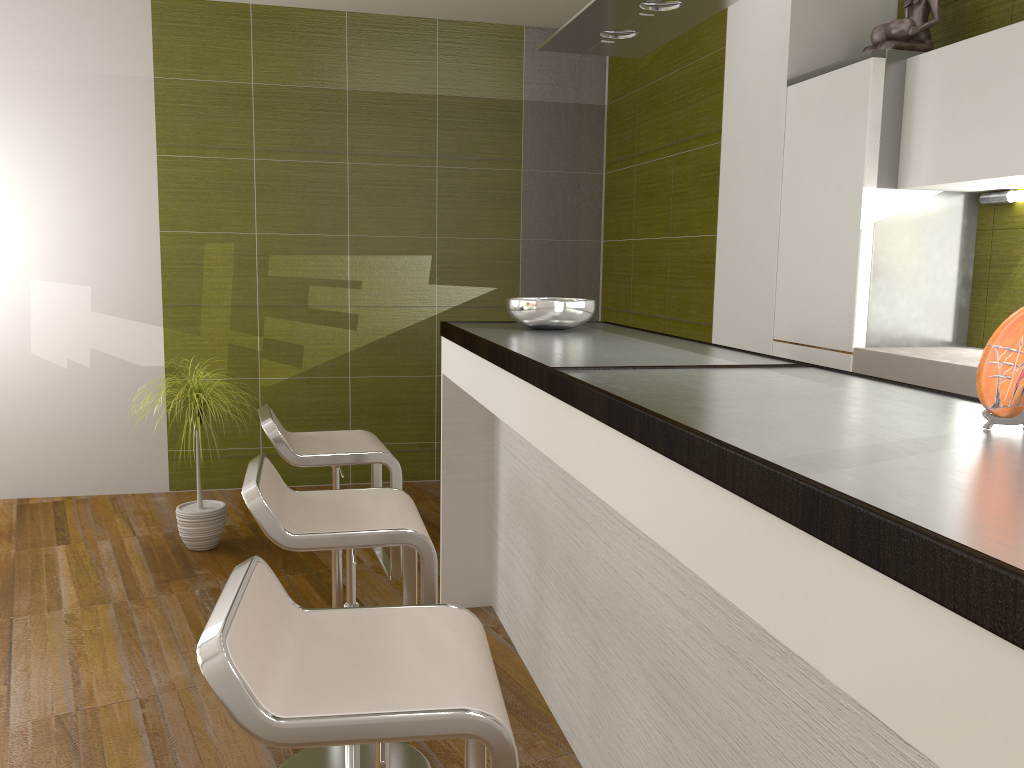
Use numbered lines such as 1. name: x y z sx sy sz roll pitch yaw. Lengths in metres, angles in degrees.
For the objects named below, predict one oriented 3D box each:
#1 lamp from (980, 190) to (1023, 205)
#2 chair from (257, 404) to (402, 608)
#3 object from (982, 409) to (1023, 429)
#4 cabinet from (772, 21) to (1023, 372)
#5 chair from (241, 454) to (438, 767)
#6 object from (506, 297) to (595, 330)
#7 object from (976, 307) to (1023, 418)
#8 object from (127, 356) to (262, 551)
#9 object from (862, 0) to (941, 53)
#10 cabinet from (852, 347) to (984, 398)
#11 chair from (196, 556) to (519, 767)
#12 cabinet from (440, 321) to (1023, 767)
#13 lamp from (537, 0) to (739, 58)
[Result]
1. lamp: 1.726 -0.594 2.739 0.041 0.041 0.715 -1 8 -14
2. chair: -0.631 0.507 3.084 0.460 0.857 0.418 -2 8 -18
3. object: 0.747 0.004 1.286 0.088 0.131 0.072 -2 8 -18
4. cabinet: 1.817 0.072 2.027 0.724 2.089 3.471 -1 8 -14
5. chair: -0.432 0.623 2.269 0.460 0.857 0.418 -1 8 -13
6. object: 0.135 -0.246 3.116 0.311 0.105 0.311 1 8 -1
7. object: 0.749 -0.034 1.280 0.184 0.178 0.055 -2 8 -17
8. object: -1.453 0.326 4.119 0.585 0.904 0.606 -7 11 -44
9. object: 1.437 -1.398 3.207 0.304 0.488 0.195 -1 8 -16
10. cabinet: 1.752 0.607 1.811 0.465 1.086 2.940 -1 8 -14
11. chair: -0.233 0.739 1.454 0.460 0.857 0.418 0 8 -8
12. cabinet: 0.386 0.520 2.098 0.663 1.134 2.947 -1 8 -14
13. lamp: 0.435 -1.216 1.826 0.326 0.683 1.677 -1 8 -14
